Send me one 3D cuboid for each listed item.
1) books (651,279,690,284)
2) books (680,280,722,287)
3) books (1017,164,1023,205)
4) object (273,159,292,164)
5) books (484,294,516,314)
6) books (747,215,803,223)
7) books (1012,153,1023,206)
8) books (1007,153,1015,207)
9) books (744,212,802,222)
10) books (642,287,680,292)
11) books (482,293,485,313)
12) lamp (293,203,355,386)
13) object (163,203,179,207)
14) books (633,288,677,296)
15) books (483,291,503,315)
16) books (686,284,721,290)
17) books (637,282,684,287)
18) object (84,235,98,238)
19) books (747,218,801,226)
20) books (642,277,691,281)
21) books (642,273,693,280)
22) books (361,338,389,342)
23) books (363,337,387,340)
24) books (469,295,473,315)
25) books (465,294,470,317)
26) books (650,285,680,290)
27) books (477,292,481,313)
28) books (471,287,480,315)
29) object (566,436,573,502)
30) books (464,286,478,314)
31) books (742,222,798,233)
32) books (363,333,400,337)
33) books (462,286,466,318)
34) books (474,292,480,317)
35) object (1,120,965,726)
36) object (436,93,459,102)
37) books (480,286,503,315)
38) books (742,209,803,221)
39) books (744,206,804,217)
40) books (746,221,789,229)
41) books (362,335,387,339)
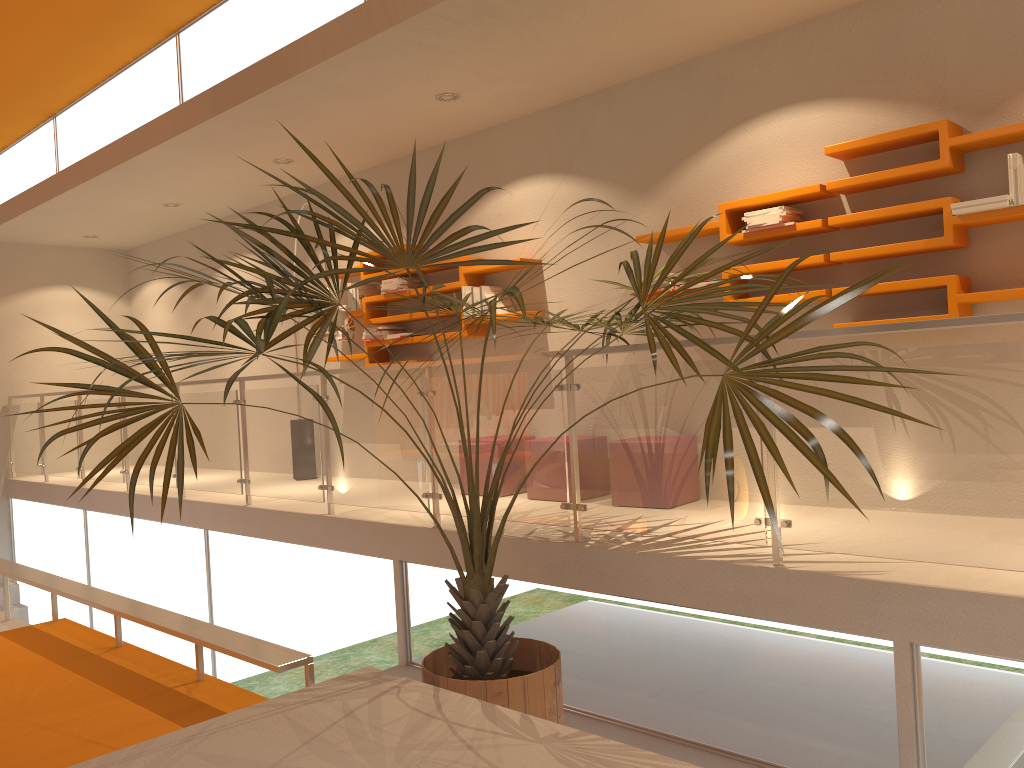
[{"bbox_3d":[0.896,-0.594,5.240,0.227,0.017,0.230,-3,0,39],"label":"books"},{"bbox_3d":[1.115,-0.566,5.030,0.230,0.017,0.226,-3,0,44],"label":"books"},{"bbox_3d":[2.280,-0.866,3.911,0.027,0.169,0.230,-3,0,44],"label":"books"},{"bbox_3d":[-1.813,-1.777,7.012,0.143,0.059,0.143,-3,0,16],"label":"object"},{"bbox_3d":[-0.078,-0.557,6.213,0.091,0.150,0.230,-3,0,44],"label":"books"},{"bbox_3d":[1.406,-0.868,4.737,0.254,0.015,0.190,-3,0,-45],"label":"books"},{"bbox_3d":[2.268,-0.894,3.933,0.017,0.227,0.230,-3,0,44],"label":"books"},{"bbox_3d":[2.250,-0.893,3.941,0.017,0.227,0.230,-3,0,44],"label":"books"},{"bbox_3d":[1.399,-0.884,4.748,0.230,0.017,0.227,-3,0,39],"label":"books"},{"bbox_3d":[0.891,-0.549,5.234,0.190,0.011,0.268,-3,0,-45],"label":"books"},{"bbox_3d":[-0.129,-0.558,6.243,0.009,0.156,0.207,-3,0,44],"label":"books"},{"bbox_3d":[-1.593,-0.300,6.979,0.315,2.259,2.077,-3,0,-23],"label":"lamp"},{"bbox_3d":[-3.215,-1.706,8.366,0.143,0.059,0.143,-3,0,16],"label":"object"},{"bbox_3d":[0.894,-0.537,5.231,0.297,0.013,0.210,-3,0,44],"label":"books"},{"bbox_3d":[-0.109,-0.565,6.242,0.023,0.169,0.230,-3,0,44],"label":"books"},{"bbox_3d":[1.110,-0.549,5.042,0.254,0.015,0.190,-3,0,-40],"label":"books"},{"bbox_3d":[0.885,-0.577,5.233,0.190,0.015,0.254,-3,0,-45],"label":"books"},{"bbox_3d":[-4.618,-1.635,9.720,0.143,0.059,0.143,-3,0,16],"label":"object"},{"bbox_3d":[1.400,-0.852,4.733,0.190,0.015,0.254,-3,0,40],"label":"books"},{"bbox_3d":[0.899,-0.610,5.242,0.254,0.015,0.190,-3,0,-40],"label":"books"},{"bbox_3d":[0.904,-0.626,5.230,0.230,0.017,0.226,-3,0,44],"label":"books"},{"bbox_3d":[-1.032,-0.352,7.096,0.297,0.013,0.210,-3,0,44],"label":"books"},{"bbox_3d":[-1.035,-0.364,7.100,0.190,0.011,0.268,-3,0,-45],"label":"books"},{"bbox_3d":[-0.212,-0.560,6.338,0.027,0.169,0.230,-3,0,44],"label":"books"},{"bbox_3d":[-0.237,-0.558,6.352,0.027,0.169,0.230,-3,0,44],"label":"books"},{"bbox_3d":[0.882,-0.562,5.240,0.254,0.015,0.190,-3,0,40],"label":"books"},{"bbox_3d":[-0.150,-0.563,6.279,0.027,0.169,0.230,-3,0,44],"label":"books"},{"bbox_3d":[-0.204,-0.580,6.312,0.021,0.210,0.207,-3,0,44],"label":"books"},{"bbox_3d":[0.358,0.536,5.703,0.390,0.377,0.390,-3,0,44],"label":"object"},{"bbox_3d":[-0.249,-0.587,6.373,0.017,0.227,0.230,-3,0,44],"label":"books"},{"bbox_3d":[1.416,-0.828,4.741,0.297,0.013,0.210,-3,0,44],"label":"books"},{"bbox_3d":[-1.042,-0.392,7.098,0.190,0.015,0.254,-3,0,-45],"label":"books"},{"bbox_3d":[-0.267,-0.586,6.381,0.017,0.227,0.230,-3,0,44],"label":"books"},{"bbox_3d":[-0.176,-0.562,6.292,0.027,0.169,0.230,-3,0,44],"label":"books"},{"bbox_3d":[-0.031,0.261,3.433,3.098,2.600,3.241,-3,0,-38],"label":"object"},{"bbox_3d":[-0.412,-1.848,5.660,0.143,0.059,0.143,-3,0,16],"label":"object"},{"bbox_3d":[-0.142,-0.583,6.253,0.021,0.210,0.207,-3,0,44],"label":"books"},{"bbox_3d":[1.395,-0.899,4.753,0.190,0.015,0.254,-3,0,-40],"label":"books"},{"bbox_3d":[1.406,-0.916,4.758,0.226,0.017,0.230,-3,0,44],"label":"books"},{"bbox_3d":[1.406,-0.839,4.741,0.268,0.011,0.190,-3,0,-45],"label":"books"},{"bbox_3d":[-1.044,-0.377,7.105,0.254,0.015,0.190,-3,0,40],"label":"books"}]
